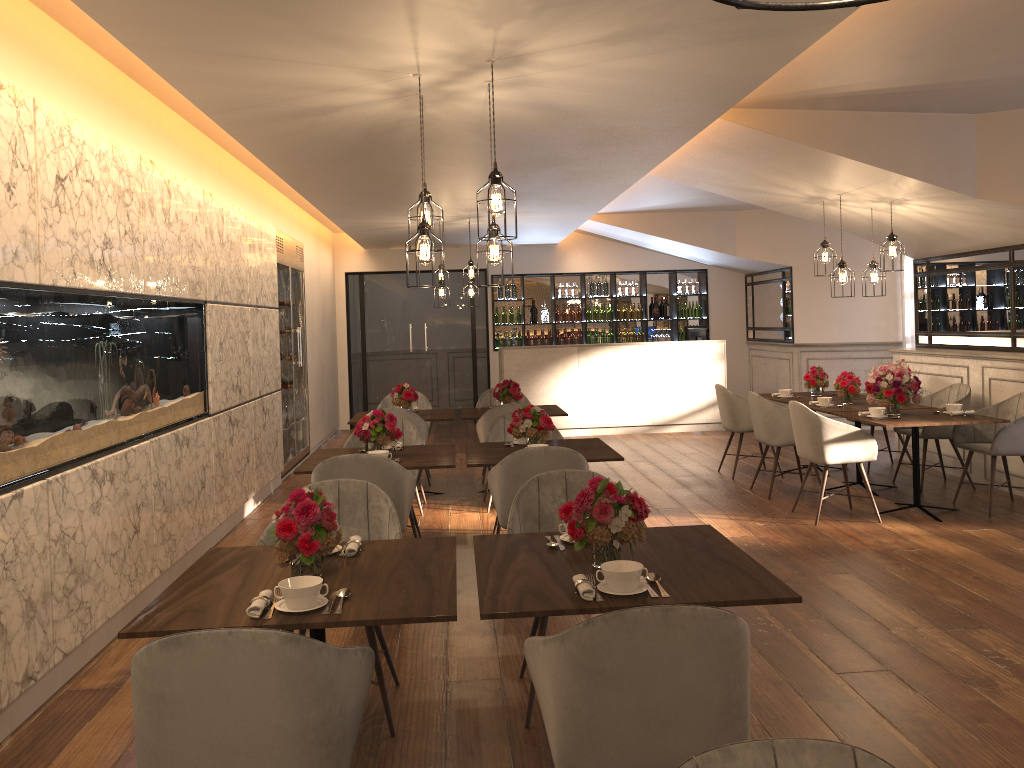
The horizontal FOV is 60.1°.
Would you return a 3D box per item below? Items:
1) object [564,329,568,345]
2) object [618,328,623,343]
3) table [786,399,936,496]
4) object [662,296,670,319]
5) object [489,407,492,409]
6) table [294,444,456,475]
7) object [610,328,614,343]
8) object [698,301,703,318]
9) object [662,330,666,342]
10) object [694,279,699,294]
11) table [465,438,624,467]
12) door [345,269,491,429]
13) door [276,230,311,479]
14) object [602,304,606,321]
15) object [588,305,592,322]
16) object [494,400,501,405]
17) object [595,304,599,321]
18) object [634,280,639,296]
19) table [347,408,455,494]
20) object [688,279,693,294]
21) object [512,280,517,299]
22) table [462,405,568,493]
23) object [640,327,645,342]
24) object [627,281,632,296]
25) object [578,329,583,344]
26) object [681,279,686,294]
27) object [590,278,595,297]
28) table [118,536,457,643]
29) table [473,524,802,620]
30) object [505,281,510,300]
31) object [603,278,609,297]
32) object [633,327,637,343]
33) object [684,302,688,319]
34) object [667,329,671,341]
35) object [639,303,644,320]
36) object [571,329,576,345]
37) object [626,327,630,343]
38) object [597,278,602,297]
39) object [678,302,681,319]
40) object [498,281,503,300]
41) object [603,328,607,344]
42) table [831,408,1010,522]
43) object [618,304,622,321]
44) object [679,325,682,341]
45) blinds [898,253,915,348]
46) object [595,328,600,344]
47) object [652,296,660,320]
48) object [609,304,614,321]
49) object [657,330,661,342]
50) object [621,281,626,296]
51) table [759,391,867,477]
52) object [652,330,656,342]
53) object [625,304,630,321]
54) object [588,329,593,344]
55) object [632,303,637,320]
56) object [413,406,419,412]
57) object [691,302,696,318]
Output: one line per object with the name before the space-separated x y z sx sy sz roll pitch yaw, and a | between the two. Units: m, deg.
object | 0.821 -0.702 13.436 0.065 0.261 0.066 -2 1 -25
object | 1.656 -0.732 13.490 0.065 0.261 0.066 -2 1 -25
table | 2.950 0.537 7.533 0.896 0.720 0.898 -2 3 -4
object | 2.348 -1.168 13.506 0.104 0.359 0.104 -1 1 24
object | -0.191 0.220 8.207 0.043 0.015 0.197 -2 4 0
table | -0.783 0.801 5.394 0.896 0.720 0.898 -2 3 -4
object | 1.523 -0.728 13.482 0.065 0.261 0.066 -2 1 -25
object | 2.885 -1.139 13.568 0.065 0.261 0.066 -2 1 -25
object | 2.329 -0.728 13.535 0.065 0.207 0.065 -1 1 42
object | 2.821 -1.492 13.529 0.070 0.235 0.041 -2 1 -4
table | 0.174 0.766 5.457 0.896 0.720 0.898 -2 3 -4
door | -1.399 -0.534 13.337 2.106 2.333 0.274 -2 1 -4
door | -2.343 -0.349 9.532 0.134 2.467 1.860 -2 2 -4
object | 1.401 -1.087 13.471 0.065 0.263 0.066 -2 1 -25
object | 1.181 -1.078 13.456 0.065 0.261 0.066 -2 1 -25
object | -0.088 0.186 8.233 0.148 0.072 0.148 -1 3 19
object | 1.291 -1.083 13.464 0.065 0.263 0.066 -2 1 -25
object | 1.891 -1.459 13.469 0.070 0.235 0.041 -2 1 -4
table | -0.945 0.635 7.866 0.896 0.720 0.898 -2 3 -4
object | 2.721 -1.488 13.523 0.070 0.235 0.041 -2 1 -4
object | 0.032 -1.430 13.346 0.075 0.310 0.075 -1 1 43
table | 0.012 0.601 7.929 0.896 0.720 0.898 -2 3 -4
object | 1.986 -0.744 13.512 0.065 0.261 0.066 -2 1 -25
object | 1.791 -1.455 13.462 0.070 0.235 0.041 -2 1 -4
object | 1.041 -0.710 13.450 0.065 0.261 0.066 -2 1 -25
object | 2.621 -1.485 13.516 0.070 0.235 0.041 -2 1 -4
object | 1.218 -1.473 13.424 0.075 0.310 0.075 -1 1 29
table | -0.614 0.973 2.822 0.896 0.720 0.898 -2 3 -4
table | 0.342 0.938 2.884 0.896 0.720 0.898 -2 3 -4
object | -0.072 -1.427 13.340 0.075 0.310 0.075 -1 1 40
object | 1.426 -1.480 13.437 0.075 0.310 0.075 -2 1 7
object | 1.876 -0.740 13.505 0.065 0.261 0.066 -2 1 -25
object | 2.665 -1.131 13.553 0.065 0.261 0.066 -2 1 -25
object | 2.406 -0.730 13.540 0.065 0.207 0.065 -1 1 42
object | 1.975 -1.106 13.508 0.065 0.261 0.066 -2 1 -25
object | 0.931 -0.706 13.443 0.065 0.261 0.066 -2 1 -25
object | 1.766 -0.736 13.498 0.065 0.261 0.066 -2 1 -25
object | 1.322 -1.476 13.431 0.075 0.310 0.075 -2 1 7
object | 2.554 -1.128 13.546 0.065 0.263 0.066 -2 1 -25
object | -0.176 -1.423 13.333 0.075 0.310 0.075 -1 1 22
object | 1.413 -0.724 13.475 0.065 0.261 0.066 -2 1 -25
table | 3.011 0.599 6.596 0.896 0.720 0.898 -2 3 -4
object | 1.644 -1.095 13.487 0.065 0.261 0.066 -2 1 -25
object | 2.566 -0.766 13.550 0.065 0.263 0.066 -2 1 -25
blinds | 4.915 -0.724 10.410 0.134 2.696 1.382 -2 1 -3
object | 1.302 -0.720 13.467 0.065 0.261 0.066 -2 1 -25
object | 2.192 -1.161 13.500 0.104 0.359 0.104 -3 1 -42
object | 1.512 -1.091 13.478 0.065 0.263 0.066 -2 1 -25
object | 2.251 -0.725 13.530 0.065 0.207 0.065 -1 1 42
object | 1.691 -1.452 13.456 0.070 0.235 0.041 -2 1 -4
table | 2.888 0.474 8.470 0.896 0.720 0.898 -2 3 -4
object | 2.174 -0.722 13.524 0.065 0.207 0.065 -1 1 42
object | 1.755 -1.099 13.494 0.065 0.261 0.066 -2 1 -25
object | 1.192 -0.716 13.460 0.065 0.261 0.066 -2 1 -25
object | 1.865 -1.102 13.501 0.065 0.261 0.066 -2 1 -25
object | -0.890 0.232 8.181 0.056 0.039 0.176 -2 4 -4
object | 2.775 -1.135 13.560 0.065 0.261 0.066 -2 1 -25
